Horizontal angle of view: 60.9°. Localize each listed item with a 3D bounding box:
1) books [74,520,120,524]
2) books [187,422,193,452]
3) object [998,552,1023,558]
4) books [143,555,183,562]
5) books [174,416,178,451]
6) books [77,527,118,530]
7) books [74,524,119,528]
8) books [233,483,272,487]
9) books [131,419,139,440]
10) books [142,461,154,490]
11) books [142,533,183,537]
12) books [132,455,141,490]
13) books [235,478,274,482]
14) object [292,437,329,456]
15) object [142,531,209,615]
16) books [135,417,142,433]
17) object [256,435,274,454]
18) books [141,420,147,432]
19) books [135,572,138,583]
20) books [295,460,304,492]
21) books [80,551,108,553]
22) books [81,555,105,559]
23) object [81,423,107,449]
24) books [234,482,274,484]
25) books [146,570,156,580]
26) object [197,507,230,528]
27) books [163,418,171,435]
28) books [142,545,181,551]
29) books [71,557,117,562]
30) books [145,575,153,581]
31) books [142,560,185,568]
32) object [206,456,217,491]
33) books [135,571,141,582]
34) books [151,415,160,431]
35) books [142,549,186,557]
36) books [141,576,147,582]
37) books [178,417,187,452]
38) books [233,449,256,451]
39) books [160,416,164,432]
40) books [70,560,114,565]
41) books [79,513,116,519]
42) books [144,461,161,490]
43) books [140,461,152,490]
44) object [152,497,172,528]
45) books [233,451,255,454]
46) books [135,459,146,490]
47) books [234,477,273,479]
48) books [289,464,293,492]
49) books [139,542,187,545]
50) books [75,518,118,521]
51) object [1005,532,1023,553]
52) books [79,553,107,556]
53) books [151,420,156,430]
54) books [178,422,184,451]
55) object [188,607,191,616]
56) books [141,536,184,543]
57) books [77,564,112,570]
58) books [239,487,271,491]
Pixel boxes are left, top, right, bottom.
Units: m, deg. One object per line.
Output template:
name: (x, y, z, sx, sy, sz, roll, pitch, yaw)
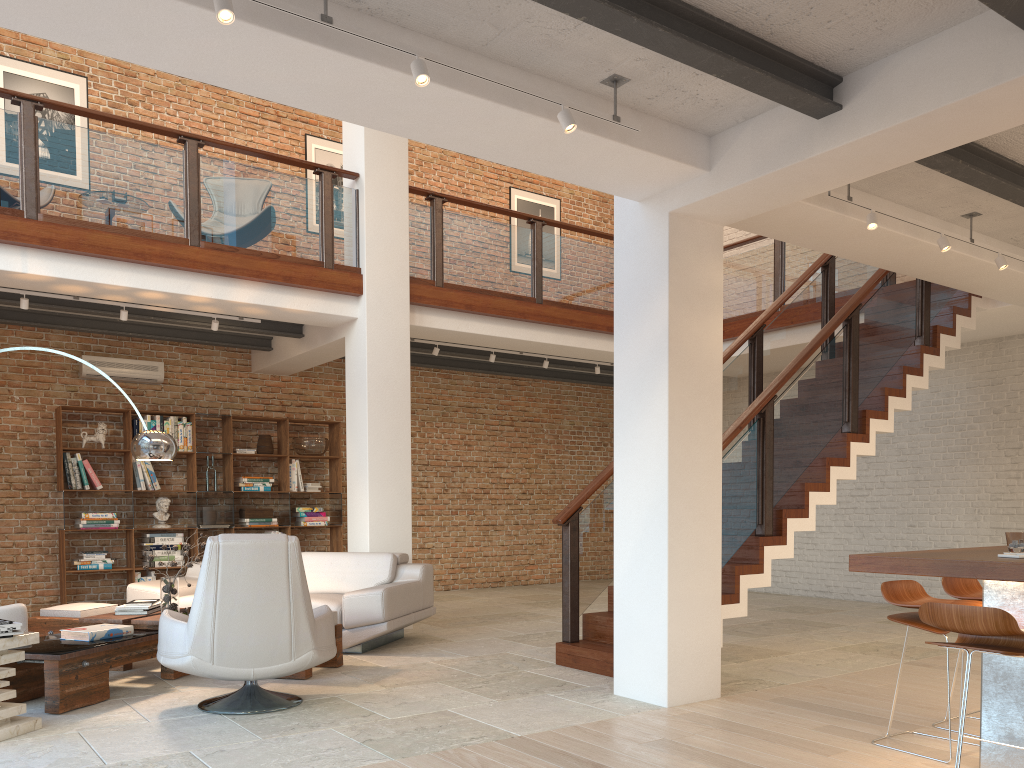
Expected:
books: (-4.351, 1.449, 9.148, 0.381, 0.036, 0.245, 7, -11, -41)
books: (-3.613, 0.599, 9.680, 0.055, 0.328, 0.255, -2, 0, -36)
object: (2.104, 0.688, 3.574, 0.396, 0.034, 0.199, 5, -9, -31)
books: (-3.831, 1.907, 9.558, 0.363, 0.055, 0.284, 5, -9, -33)
books: (-3.720, 0.559, 9.583, 0.036, 0.382, 0.244, -2, 0, -36)
books: (-4.360, 1.516, 9.161, 0.356, 0.020, 0.274, 5, -10, -35)
books: (-4.364, 1.485, 9.149, 0.381, 0.036, 0.245, 7, -10, -40)
books: (-3.011, 1.175, 10.109, 0.381, 0.036, 0.246, 5, -10, -35)
books: (-4.057, 0.555, 9.356, 0.055, 0.328, 0.255, -2, 0, -36)
books: (-3.972, 0.982, 9.432, 0.124, 0.347, 0.273, -1, -1, -36)
books: (-3.828, 1.655, 9.549, 0.381, 0.036, 0.246, 5, -10, -35)
books: (-4.067, 0.957, 9.369, 0.101, 0.382, 0.244, -2, 0, -36)
books: (-2.986, 1.119, 10.102, 0.381, 0.036, 0.245, 7, -11, -41)
object: (-2.424, 0.763, 10.484, 0.438, 0.218, 0.439, -1, -6, 6)
object: (-2.269, 1.317, 6.091, 0.317, 0.604, 0.544, 0, -2, 25)
books: (-4.025, 0.544, 9.377, 0.020, 0.358, 0.272, -2, 0, -36)
object: (-2.866, 0.707, 10.117, 0.193, 0.232, 0.194, -1, -2, 12)
books: (-3.983, 0.559, 9.386, 0.055, 0.328, 0.255, -2, 0, -36)
books: (-4.074, 2.211, 9.386, 0.036, 0.382, 0.244, -2, 0, -36)
books: (-2.581, 1.100, 10.427, 0.101, 0.382, 0.244, -2, 0, -36)
books: (-4.392, 1.764, 9.155, 0.253, 0.017, 0.163, 5, -10, -35)
books: (-4.402, 1.818, 9.166, 0.206, 0.033, 0.133, 5, -9, -35)
object: (-4.347, 0.532, 9.070, 0.252, 0.282, 0.130, 1, 0, -28)
books: (-2.993, 1.148, 10.109, 0.381, 0.018, 0.245, 7, -11, -42)
books: (-3.923, 2.228, 9.522, 0.079, 0.384, 0.244, -2, 0, -36)
object: (-3.386, 1.499, 9.812, 0.336, 0.232, 0.285, 3, -5, -35)
books: (-3.774, 0.567, 9.545, 0.020, 0.358, 0.272, -2, 0, -36)
books: (-3.829, 1.782, 9.522, 0.327, 0.055, 0.256, 6, -10, -40)
books: (-4.387, 1.841, 9.149, 0.381, 0.018, 0.245, 7, -11, -42)
books: (-3.961, 2.248, 9.469, 0.055, 0.328, 0.255, -2, 0, -36)
books: (-3.819, 1.965, 9.546, 0.381, 0.064, 0.245, 7, -10, -41)
object: (-3.375, 1.006, 9.776, 0.121, 0.398, 0.062, -1, 2, -33)
books: (-4.054, 2.216, 9.420, 0.036, 0.382, 0.244, -2, 0, -36)
books: (-3.868, 0.542, 9.465, 0.036, 0.382, 0.244, -2, 0, -36)
books: (-3.813, 1.846, 9.549, 0.245, 0.064, 0.381, -7, -10, 41)
books: (-4.010, 2.245, 9.441, 0.057, 0.329, 0.255, -2, 0, -36)
books: (-3.644, 0.566, 9.637, 0.036, 0.382, 0.244, -2, 0, -36)
books: (-3.078, 0.761, 9.981, 0.237, 0.019, 0.172, 7, -11, -42)
books: (-3.844, 0.547, 9.495, 0.036, 0.382, 0.244, -2, 0, -36)
books: (-4.406, 1.868, 9.149, 0.381, 0.036, 0.246, 5, -10, -35)
books: (-4.357, 1.384, 9.164, 0.327, 0.055, 0.256, 5, -9, -33)
books: (-3.925, 0.993, 9.448, 0.158, 0.328, 0.255, -1, -1, -36)
books: (-3.985, 0.979, 9.412, 0.124, 0.347, 0.273, -1, -1, -36)
object: (-3.828, 1.404, 9.527, 0.196, 0.349, 0.194, 0, 0, -20)
books: (-3.069, 0.787, 9.979, 0.206, 0.033, 0.133, 5, -9, -35)
books: (-4.022, 0.957, 9.372, 0.103, 0.382, 0.244, -2, 0, -36)
books: (-3.000, 1.093, 10.116, 0.357, 0.020, 0.274, 6, -10, -37)
books: (-2.675, 1.115, 10.335, 0.055, 0.328, 0.255, -2, 0, -36)
books: (-3.823, 1.746, 9.540, 0.445, 0.020, 0.274, 6, -10, -35)
books: (-4.365, 1.422, 9.162, 0.357, 0.020, 0.274, 6, -10, -37)
object: (2.088, 0.655, 3.602, 0.091, 0.084, 0.091, 1, -3, -20)
books: (-4.411, 1.792, 9.167, 0.237, 0.019, 0.172, 7, -11, -42)
books: (-3.918, 0.569, 9.456, 0.055, 0.328, 0.255, -2, 0, -36)
books: (-3.679, 0.589, 9.606, 0.055, 0.328, 0.255, -2, 0, -36)
object: (-2.115, 1.548, 5.894, 0.115, 0.082, 0.094, -3, -4, 26)
books: (-3.827, 1.707, 9.557, 0.381, 0.064, 0.245, 7, -10, -41)
books: (-4.384, 1.915, 9.156, 0.327, 0.055, 0.257, 3, -9, -25)
books: (-2.989, 1.222, 10.116, 0.327, 0.055, 0.257, 3, -9, -25)
